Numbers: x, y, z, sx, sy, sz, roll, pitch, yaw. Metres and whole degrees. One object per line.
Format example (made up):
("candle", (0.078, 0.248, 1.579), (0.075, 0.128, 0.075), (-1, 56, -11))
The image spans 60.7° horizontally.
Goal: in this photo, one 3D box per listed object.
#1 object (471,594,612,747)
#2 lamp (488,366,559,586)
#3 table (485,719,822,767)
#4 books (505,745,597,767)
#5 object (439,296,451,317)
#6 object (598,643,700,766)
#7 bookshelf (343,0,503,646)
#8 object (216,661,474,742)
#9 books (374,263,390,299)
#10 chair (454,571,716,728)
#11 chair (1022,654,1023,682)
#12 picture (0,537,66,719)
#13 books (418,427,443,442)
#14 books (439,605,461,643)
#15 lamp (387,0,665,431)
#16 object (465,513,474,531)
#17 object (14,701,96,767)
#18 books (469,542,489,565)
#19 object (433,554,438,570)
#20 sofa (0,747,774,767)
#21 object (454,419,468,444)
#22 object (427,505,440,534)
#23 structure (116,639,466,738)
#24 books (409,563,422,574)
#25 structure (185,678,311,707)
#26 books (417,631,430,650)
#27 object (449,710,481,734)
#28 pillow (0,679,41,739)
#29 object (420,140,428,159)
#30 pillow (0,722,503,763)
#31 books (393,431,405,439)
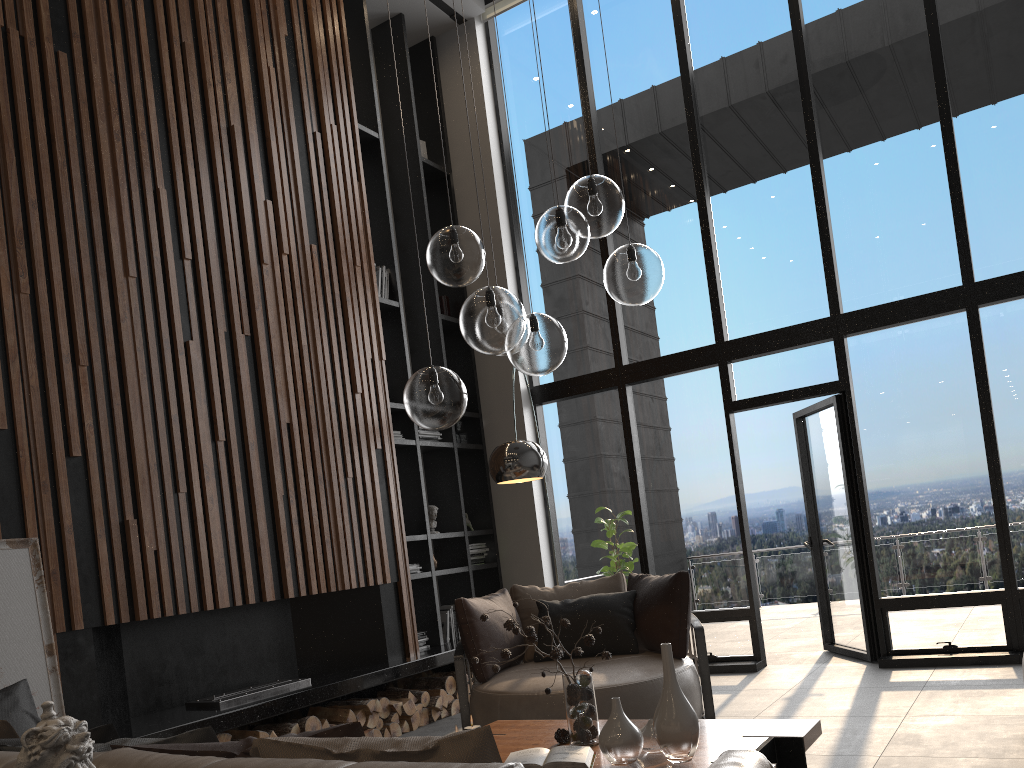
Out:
("object", (0.114, 1.111, 3.396), (0.542, 0.598, 0.320), (-7, -4, 2))
("lamp", (0.207, 0.992, 5.545), (0.321, 2.311, 2.053), (-7, -6, 7))
("table", (0.335, 1.541, 3.287), (1.472, 0.351, 0.899), (-13, -11, 31))
("books", (0.123, 1.339, 3.120), (0.344, 0.039, 0.234), (-9, -11, 9))
("object", (-0.597, -0.646, 7.680), (0.103, 0.228, 0.102), (-8, -3, 16))
("object", (0.474, 1.092, 3.002), (0.318, 0.394, 0.321), (-3, -7, -40))
("bookshelf", (-0.882, -0.518, 7.195), (0.342, 5.271, 1.453), (-8, -2, 31))
("object", (-0.946, 2.189, 5.801), (0.441, 0.386, 4.046), (-11, -11, 31))
("books", (-1.124, -0.776, 6.809), (0.188, 0.296, 0.368), (-10, -7, 31))
("chair", (0.404, 1.637, 5.276), (1.437, 0.890, 1.511), (-2, -10, -32))
("chair", (3.102, 1.045, 3.918), (1.476, 0.890, 1.470), (0, -11, -42))
("picture", (-2.285, 1.155, 3.685), (0.102, 0.989, 0.729), (-8, -5, 31))
("books", (-0.745, 0.436, 7.181), (0.221, 0.127, 0.323), (-12, -11, 30))
("books", (-0.527, 1.963, 7.189), (0.176, 0.284, 0.333), (-10, -7, 31))
("lamp", (-0.172, -2.318, 3.409), (1.243, 4.955, 1.227), (-8, -2, 28))
("object", (-0.451, 1.153, 7.585), (0.132, 0.278, 0.253), (-8, -6, 23))
("object", (-0.743, 0.646, 1.388), (0.135, 0.287, 0.210), (-4, -5, -40))
("books", (-0.387, 1.474, 7.549), (0.220, 0.188, 0.374), (-11, -10, 31))
("object", (-0.653, 1.455, 7.152), (0.100, 0.141, 0.104), (-5, -5, -21))
("sofa", (-0.759, 1.339, 2.749), (3.287, 0.810, 1.880), (-13, -11, 31))
("object", (-0.462, 0.424, 7.574), (0.060, 0.231, 0.188), (-8, -5, 33))
("object", (-0.669, 1.115, 7.154), (0.137, 0.242, 0.138), (-6, -4, -18))
("structure", (-1.724, 2.046, 4.881), (0.675, 0.453, 6.547), (-12, -11, 30))
("books", (-0.866, 1.431, 6.717), (0.221, 0.077, 0.323), (-13, -12, 30))
("structure", (-1.579, 1.879, 5.292), (0.303, 0.102, 0.712), (-13, -12, 30))
("books", (-0.819, 1.985, 6.715), (0.222, 0.126, 0.339), (-12, -11, 30))
("object", (-0.172, 1.311, 3.229), (0.156, 0.209, 0.077), (-11, -5, 41))
("pillow", (-1.829, 1.336, 2.963), (0.757, 0.541, 1.413), (-3, -10, -28))
("object", (-0.817, -1.996, 7.668), (0.084, 0.258, 0.134), (-9, -4, 41))
("pillow", (-0.715, 1.037, 2.146), (1.966, 0.494, 0.543), (-13, -9, 30))
("books", (-1.005, 0.418, 6.770), (0.331, 0.071, 0.175), (-13, -11, 30))
